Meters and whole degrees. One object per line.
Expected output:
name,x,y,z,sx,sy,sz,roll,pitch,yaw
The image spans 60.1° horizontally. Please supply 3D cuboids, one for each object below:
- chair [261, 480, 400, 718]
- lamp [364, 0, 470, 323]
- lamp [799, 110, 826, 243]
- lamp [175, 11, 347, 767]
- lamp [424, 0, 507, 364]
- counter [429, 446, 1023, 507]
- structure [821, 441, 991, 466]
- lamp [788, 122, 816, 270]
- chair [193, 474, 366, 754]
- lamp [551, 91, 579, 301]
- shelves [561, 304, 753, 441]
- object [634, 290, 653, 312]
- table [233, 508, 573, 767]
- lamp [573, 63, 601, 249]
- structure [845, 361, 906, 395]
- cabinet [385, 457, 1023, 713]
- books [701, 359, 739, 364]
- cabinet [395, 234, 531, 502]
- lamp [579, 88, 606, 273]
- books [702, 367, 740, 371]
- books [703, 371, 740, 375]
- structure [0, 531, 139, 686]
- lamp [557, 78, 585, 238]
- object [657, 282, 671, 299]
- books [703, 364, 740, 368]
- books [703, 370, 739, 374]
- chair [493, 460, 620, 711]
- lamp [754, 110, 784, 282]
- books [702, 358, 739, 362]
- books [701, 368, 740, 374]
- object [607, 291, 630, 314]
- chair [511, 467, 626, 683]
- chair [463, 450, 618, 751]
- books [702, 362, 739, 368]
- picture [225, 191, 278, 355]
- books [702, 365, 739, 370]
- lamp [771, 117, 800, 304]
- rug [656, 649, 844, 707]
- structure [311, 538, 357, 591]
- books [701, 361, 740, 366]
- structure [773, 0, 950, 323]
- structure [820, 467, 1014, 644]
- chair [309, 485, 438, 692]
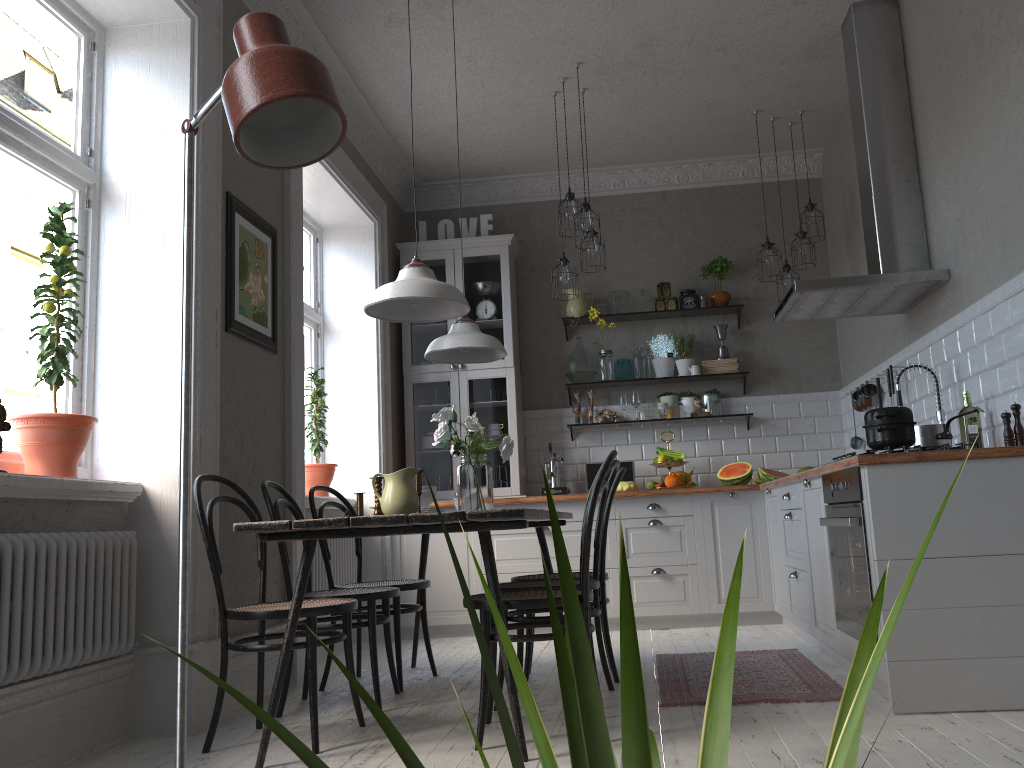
chair,-0.735,0.843,3.627,0.548,0.920,0.439,-3,-9,4
lamp,-0.380,-1.173,3.324,0.371,1.858,0.387,-11,-12,43
lamp,1.923,-1.791,5.889,0.149,1.734,0.144,1,-10,-21
lamp,-0.247,0.095,0.741,0.246,0.839,0.141,-11,-12,41
lamp,-0.252,-1.038,4.203,0.376,1.858,0.383,-5,-9,14
counter,0.625,0.568,4.763,3.148,0.039,3.406,-4,-9,6
structure,1.496,0.269,3.395,0.494,0.031,0.608,-4,-9,7
lamp,1.912,-1.636,6.040,0.150,1.734,0.143,5,-12,-41
chair,-0.811,0.759,3.080,0.544,0.920,0.442,-5,-9,14
lamp,0.281,-1.366,5.394,0.149,1.734,0.144,2,-10,-26
shelves,1.046,-0.056,6.446,1.311,0.923,0.229,-4,-9,5
object,0.981,-0.597,6.613,0.143,0.220,0.137,3,-11,-34
table,-0.256,0.900,3.547,0.901,0.734,1.929,-4,-9,7
lamp,0.388,-1.631,5.099,0.150,1.734,0.144,4,-11,-36
structure,2.165,-0.013,5.317,0.094,0.053,1.091,-4,-9,8
cabinet,1.111,0.965,4.802,2.029,0.854,4.110,4,-11,-37
books,1.510,-0.150,6.419,0.258,0.016,0.159,-5,-9,15
cabinet,-0.351,-0.076,6.451,0.876,1.920,0.389,-4,-9,6
lamp,0.447,-1.535,5.399,0.147,1.734,0.146,-2,-9,-7
books,1.513,-0.096,6.411,0.258,0.016,0.159,-5,-9,15
books,1.514,-0.064,6.406,0.259,0.011,0.159,-4,-9,9
structure,-1.458,0.651,2.580,0.148,0.428,1.227,-4,-9,6
lamp,0.310,-1.730,5.284,0.147,1.734,0.146,-2,-9,-7
object,1.115,-0.682,6.496,0.083,0.113,0.082,-1,-9,-13
books,1.512,-0.118,6.414,0.259,0.011,0.159,-4,-9,9
books,1.514,-0.075,6.407,0.259,0.011,0.159,-5,-9,12
chair,0.181,0.776,3.505,0.544,0.920,0.442,-5,-9,14
lamp,1.622,-1.527,5.808,0.144,1.734,0.150,-10,-11,38
books,1.510,-0.160,6.421,0.259,0.011,0.159,-5,-9,12
books,1.513,-0.086,6.409,0.258,0.016,0.160,-6,-10,18
object,0.791,-0.582,6.534,0.176,0.184,0.168,6,-13,-44
chair,0.268,0.848,3.980,0.548,0.920,0.439,-3,-9,4
chair,0.109,0.695,2.980,0.548,0.920,0.439,-3,-9,4
books,1.511,-0.129,6.416,0.259,0.011,0.159,-5,-9,12
picture,-1.169,-0.484,4.010,0.020,0.619,0.523,-4,-9,8
books,1.512,-0.107,6.412,0.259,0.011,0.159,-5,-9,12
lamp,1.773,-1.394,5.908,0.149,1.734,0.144,1,-10,-21
rug,0.980,1.238,3.795,0.733,0.014,1.295,-4,-9,7
structure,-1.098,1.033,5.072,0.148,0.428,1.227,-4,-9,6
books,1.511,-0.139,6.417,0.258,0.016,0.160,-6,-10,18
structure,1.719,-1.200,4.665,0.710,1.595,0.715,-4,-9,6
structure,1.537,0.626,3.331,0.615,0.623,0.625,-4,-9,6
chair,-0.649,0.915,4.104,0.542,0.920,0.443,-6,-10,19
